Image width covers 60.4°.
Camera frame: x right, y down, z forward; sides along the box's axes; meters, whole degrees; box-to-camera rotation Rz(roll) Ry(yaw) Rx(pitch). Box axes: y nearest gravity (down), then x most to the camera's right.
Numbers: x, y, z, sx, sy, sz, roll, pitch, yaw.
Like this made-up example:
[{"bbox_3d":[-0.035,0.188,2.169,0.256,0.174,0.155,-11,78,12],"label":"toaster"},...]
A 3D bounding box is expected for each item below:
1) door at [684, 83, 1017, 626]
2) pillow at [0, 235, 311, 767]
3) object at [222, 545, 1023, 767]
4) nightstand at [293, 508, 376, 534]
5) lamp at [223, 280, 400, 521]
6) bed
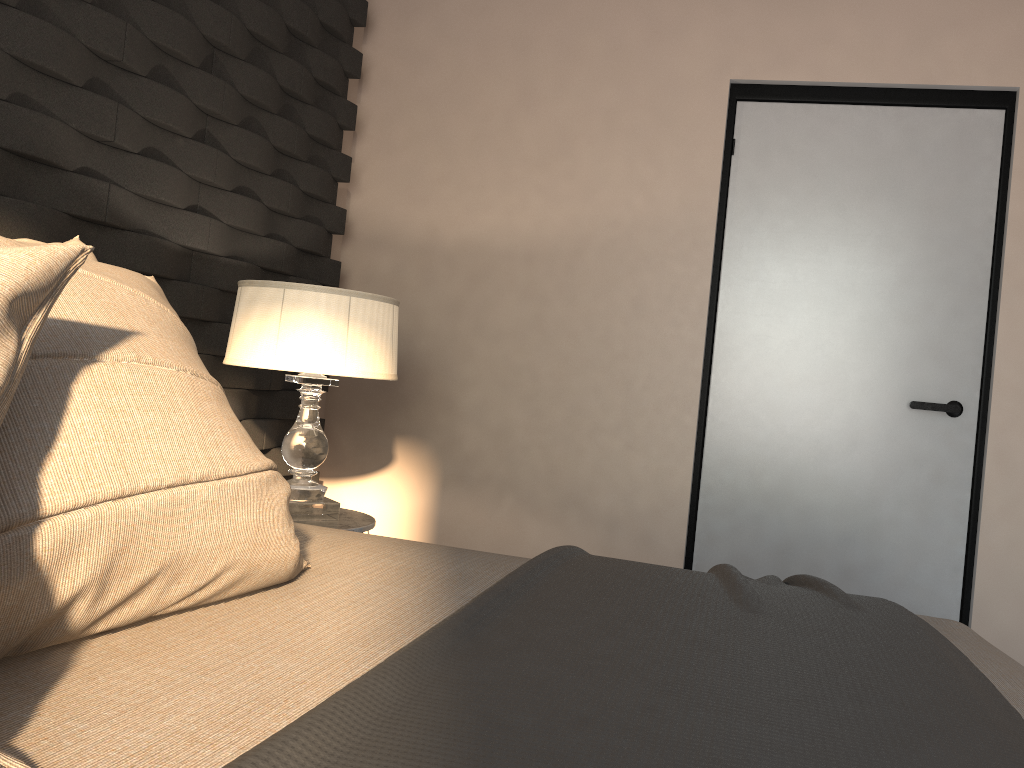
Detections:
[{"bbox_3d":[1.197,-0.031,3.192,0.979,2.094,0.157,6,-1,12],"label":"door"},{"bbox_3d":[-0.616,-0.027,0.895,0.878,0.518,1.289,6,0,16],"label":"pillow"},{"bbox_3d":[0.169,0.432,0.774,0.605,0.322,2.096,6,0,15],"label":"object"},{"bbox_3d":[-0.640,0.602,2.449,0.654,0.472,0.588,6,0,-38],"label":"nightstand"},{"bbox_3d":[-0.567,0.056,2.464,0.486,0.631,0.446,6,-1,-24],"label":"lamp"},{"bbox_3d":[-0.284,0.566,0.854,2.244,0.624,2.342,6,0,14],"label":"bed"}]
